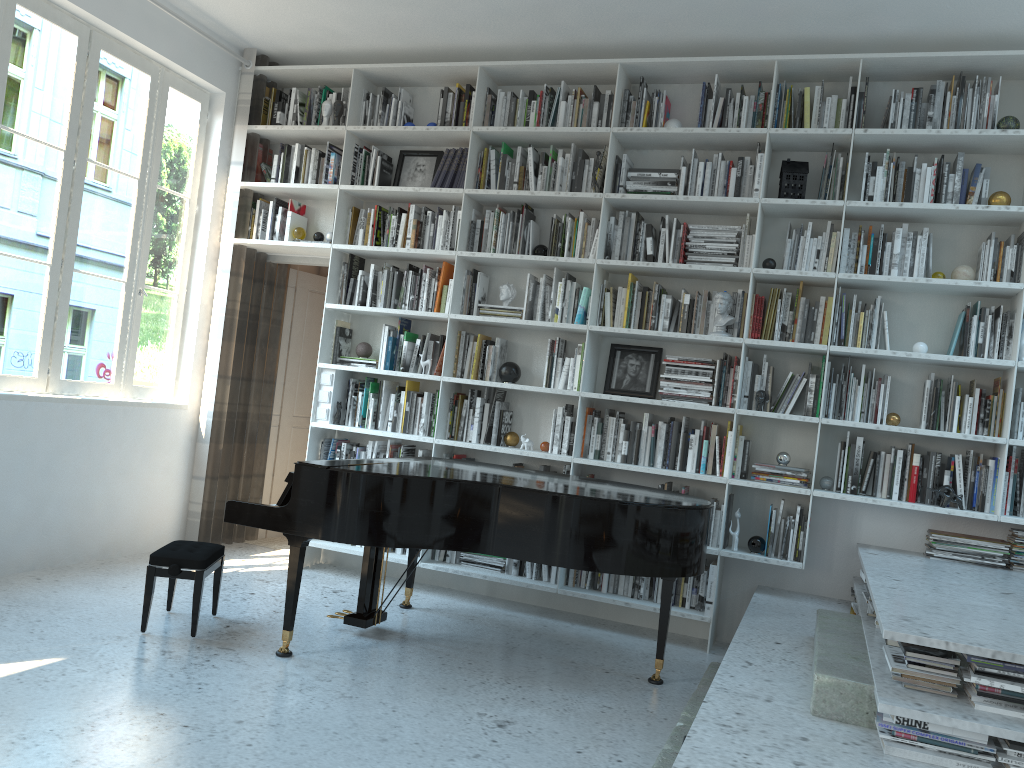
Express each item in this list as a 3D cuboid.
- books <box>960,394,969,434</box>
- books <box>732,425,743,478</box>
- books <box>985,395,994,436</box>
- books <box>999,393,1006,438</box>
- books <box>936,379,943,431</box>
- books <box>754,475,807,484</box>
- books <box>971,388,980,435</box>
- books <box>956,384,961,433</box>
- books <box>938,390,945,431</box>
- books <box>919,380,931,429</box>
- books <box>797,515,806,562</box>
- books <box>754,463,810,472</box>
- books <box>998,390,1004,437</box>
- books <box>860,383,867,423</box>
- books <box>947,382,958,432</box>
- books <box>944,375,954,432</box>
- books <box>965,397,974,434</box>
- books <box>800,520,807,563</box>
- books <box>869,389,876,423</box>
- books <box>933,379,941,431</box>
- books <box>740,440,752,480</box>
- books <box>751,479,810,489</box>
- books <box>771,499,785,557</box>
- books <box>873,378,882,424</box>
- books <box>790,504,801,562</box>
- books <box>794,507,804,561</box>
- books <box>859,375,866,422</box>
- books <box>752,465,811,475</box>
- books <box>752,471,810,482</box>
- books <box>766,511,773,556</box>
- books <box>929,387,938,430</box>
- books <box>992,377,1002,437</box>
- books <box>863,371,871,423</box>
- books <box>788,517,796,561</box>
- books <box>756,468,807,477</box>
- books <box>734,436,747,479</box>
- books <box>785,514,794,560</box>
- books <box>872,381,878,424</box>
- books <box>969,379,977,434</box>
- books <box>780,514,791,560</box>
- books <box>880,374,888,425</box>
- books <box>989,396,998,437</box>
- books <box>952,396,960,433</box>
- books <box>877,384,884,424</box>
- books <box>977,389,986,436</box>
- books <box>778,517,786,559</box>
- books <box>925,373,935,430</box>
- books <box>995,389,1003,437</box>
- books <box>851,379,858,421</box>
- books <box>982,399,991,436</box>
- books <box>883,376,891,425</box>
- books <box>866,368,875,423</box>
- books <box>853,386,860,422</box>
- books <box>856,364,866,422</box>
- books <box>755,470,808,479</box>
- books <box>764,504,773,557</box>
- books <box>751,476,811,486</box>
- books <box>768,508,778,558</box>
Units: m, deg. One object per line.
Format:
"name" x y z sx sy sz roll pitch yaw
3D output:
"books" 2.251 0.154 4.427 0.015 0.195 0.175 7 -1 20
"books" 1.220 0.364 4.798 0.012 0.285 0.159 7 -1 20
"books" 2.359 0.161 4.402 0.016 0.205 0.141 7 -1 20
"books" 2.416 0.158 4.388 0.009 0.223 0.146 7 -1 20
"books" 2.149 0.111 4.476 0.008 0.259 0.158 7 -1 20
"books" 1.413 0.497 4.657 0.254 0.012 0.161 6 -1 26
"books" 2.291 0.141 4.412 0.018 0.229 0.182 7 -1 20
"books" 2.239 0.128 4.454 0.030 0.244 0.136 7 -1 20
"books" 2.171 0.139 4.488 0.031 0.208 0.122 7 -1 20
"books" 2.093 0.108 4.498 0.019 0.251 0.130 7 -1 20
"books" 1.493 0.793 4.571 0.013 0.233 0.149 7 -1 20
"books" 1.418 0.436 4.652 0.254 0.012 0.161 6 -2 29
"books" 2.413 0.152 4.398 0.007 0.235 0.131 7 -1 20
"books" 1.820 0.103 4.595 0.013 0.203 0.167 7 -1 20
"books" 2.196 0.119 4.438 0.018 0.251 0.184 7 -1 20
"books" 2.195 0.103 4.467 0.007 0.285 0.159 7 -1 20
"books" 2.265 0.161 4.418 0.019 0.183 0.190 7 -1 20
"books" 1.507 0.809 4.578 0.012 0.206 0.161 7 -1 20
"books" 1.859 0.120 4.584 0.013 0.179 0.140 7 -1 20
"books" 2.139 0.108 4.481 0.015 0.262 0.149 7 -1 20
"books" 1.262 0.407 4.784 0.030 0.210 0.136 7 -1 20
"books" 1.409 0.521 4.655 0.285 0.012 0.159 6 -1 23
"books" 1.388 0.748 4.623 0.032 0.300 0.149 7 -1 20
"books" 1.880 0.092 4.569 0.015 0.238 0.176 7 -1 20
"books" 1.464 0.764 4.575 0.021 0.285 0.172 7 -1 20
"books" 1.487 0.774 4.589 0.015 0.271 0.157 7 -1 20
"books" 1.814 0.081 4.601 0.007 0.247 0.153 7 -1 20
"books" 1.419 0.449 4.658 0.285 0.012 0.159 6 -1 24
"books" 1.414 0.485 4.656 0.285 0.012 0.159 6 -1 23
"books" 1.349 0.780 4.634 0.012 0.229 0.129 7 -1 20
"books" 2.117 0.128 4.473 0.015 0.215 0.178 7 -1 20
"books" 2.382 0.117 4.378 0.007 0.295 0.162 7 -1 20
"books" 1.831 0.072 4.581 0.012 0.267 0.183 7 -1 20
"books" 1.442 0.798 4.573 0.011 0.212 0.178 7 -1 20
"books" 1.414 0.460 4.650 0.254 0.012 0.161 6 -1 20
"books" 1.236 0.394 4.791 0.027 0.229 0.141 7 -1 20
"books" 1.438 0.791 4.593 0.012 0.225 0.149 7 -1 20
"books" 1.871 0.099 4.582 0.008 0.223 0.134 7 -1 20
"books" 2.283 0.117 4.417 0.006 0.274 0.173 7 -1 20
"books" 1.415 0.788 4.584 0.026 0.225 0.175 7 -1 20
"books" 1.908 0.084 4.561 0.014 0.261 0.142 7 -1 20
"books" 2.370 0.162 4.388 0.013 0.204 0.158 7 -1 20
"books" 2.208 0.155 4.431 0.018 0.182 0.182 7 -1 20
"books" 1.890 0.109 4.561 0.014 0.207 0.180 7 -1 20
"books" 2.328 0.144 4.412 0.021 0.231 0.155 7 -1 20
"books" 1.403 0.799 4.614 0.013 0.202 0.139 7 -1 20
"books" 2.116 0.092 4.504 0.016 0.289 0.131 7 -1 20
"books" 2.400 0.148 4.399 0.019 0.241 0.134 7 -1 20
"books" 1.774 0.090 4.601 0.013 0.218 0.161 7 -1 20
"books" 2.334 0.170 4.381 0.016 0.180 0.189 7 -1 20
"books" 1.921 0.090 4.557 0.013 0.251 0.173 7 -1 20
"books" 1.856 0.066 4.589 0.006 0.285 0.159 7 -1 20
"books" 1.783 0.107 4.592 0.013 0.186 0.184 7 -1 20
"books" 1.801 0.054 4.587 0.014 0.297 0.175 7 -1 20
"books" 1.417 0.473 4.660 0.254 0.012 0.161 6 -1 25
"books" 1.340 0.761 4.629 0.005 0.264 0.162 7 -1 20
"books" 1.413 0.509 4.660 0.285 0.012 0.159 6 -1 25
"books" 1.357 0.772 4.613 0.014 0.246 0.176 7 -1 20
